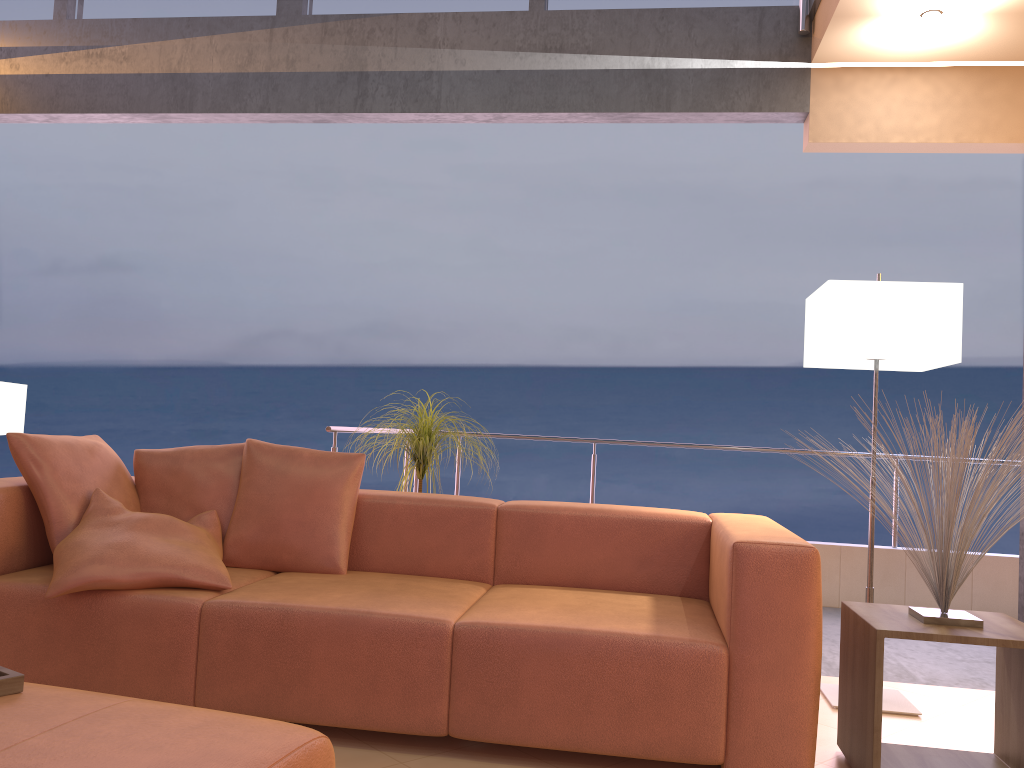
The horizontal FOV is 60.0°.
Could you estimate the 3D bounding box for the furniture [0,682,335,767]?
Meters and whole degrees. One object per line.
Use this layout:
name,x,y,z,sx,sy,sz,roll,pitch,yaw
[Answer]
furniture,-1.045,0.753,1.598,1.291,0.301,0.685,2,-3,13

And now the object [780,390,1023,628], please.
object,1.246,0.354,2.593,0.700,0.634,0.703,5,-4,-35

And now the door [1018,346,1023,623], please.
door,2.296,0.150,3.526,0.480,2.160,0.056,2,-3,8

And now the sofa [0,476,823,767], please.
sofa,-0.475,0.722,2.993,2.781,0.672,0.943,2,-3,8

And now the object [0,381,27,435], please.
object,-2.213,0.329,3.562,0.344,0.799,0.344,4,-3,-13

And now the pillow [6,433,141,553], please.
pillow,-1.496,0.407,3.129,0.314,0.455,0.519,3,-3,5

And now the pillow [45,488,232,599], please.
pillow,-1.191,0.501,2.875,0.517,0.292,0.514,4,-3,-22

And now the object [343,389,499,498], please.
object,-0.429,0.572,4.053,0.703,1.088,0.729,4,-3,-23

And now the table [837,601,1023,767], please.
table,1.204,0.882,2.480,0.469,0.436,0.415,2,-3,8

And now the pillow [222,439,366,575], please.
pillow,-0.787,0.443,3.209,0.470,0.468,0.211,3,-3,4

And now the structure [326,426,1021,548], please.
structure,1.279,0.597,4.507,4.176,0.541,1.663,2,-3,8

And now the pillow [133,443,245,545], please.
pillow,-1.174,0.424,3.271,0.492,0.446,0.255,3,-3,-8

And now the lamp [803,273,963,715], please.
lamp,1.345,0.371,3.303,0.454,1.578,0.454,2,-3,8

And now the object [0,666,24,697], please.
object,-1.273,0.581,1.713,0.421,0.034,0.436,1,-4,33
